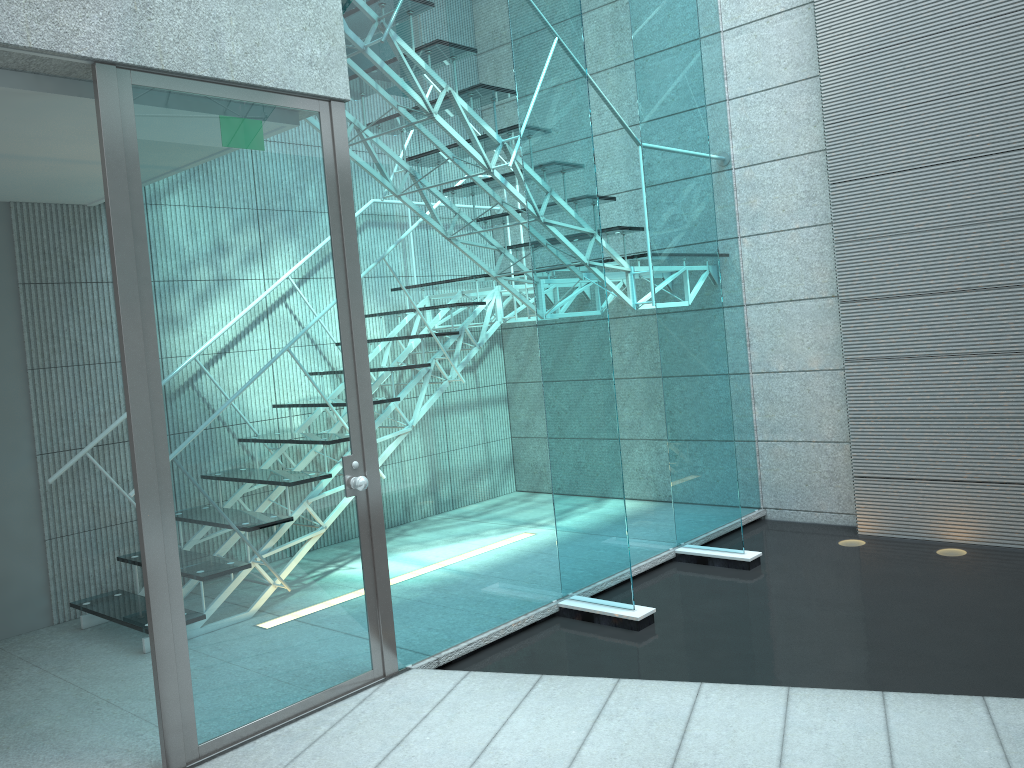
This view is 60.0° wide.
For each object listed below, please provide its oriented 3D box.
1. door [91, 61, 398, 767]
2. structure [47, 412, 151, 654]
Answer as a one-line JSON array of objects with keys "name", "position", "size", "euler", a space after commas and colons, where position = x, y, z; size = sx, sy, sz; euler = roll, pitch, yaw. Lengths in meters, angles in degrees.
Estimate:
[{"name": "door", "position": [-0.783, 0.055, 2.827], "size": [0.076, 2.063, 0.867], "euler": [-4, 2, 42]}, {"name": "structure", "position": [-0.594, -2.049, 4.648], "size": [1.908, 6.003, 3.302], "euler": [-4, 2, 42]}]
